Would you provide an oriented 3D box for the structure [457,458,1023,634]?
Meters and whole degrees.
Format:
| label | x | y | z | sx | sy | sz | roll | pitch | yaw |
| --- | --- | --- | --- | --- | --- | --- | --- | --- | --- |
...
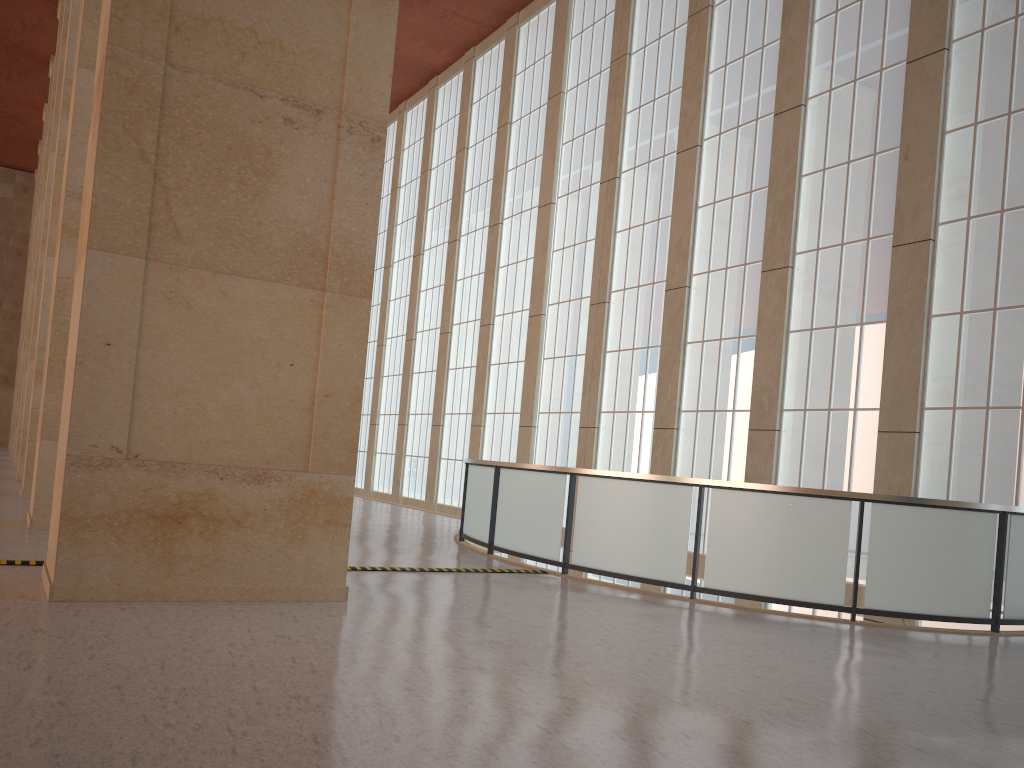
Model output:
| label | x | y | z | sx | sy | sz | roll | pitch | yaw |
| --- | --- | --- | --- | --- | --- | --- | --- | --- | --- |
| structure | 2.547 | 2.586 | 16.473 | 5.266 | 1.791 | 13.064 | 9 | -6 | -40 |

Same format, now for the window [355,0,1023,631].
| label | x | y | z | sx | sy | sz | roll | pitch | yaw |
| --- | --- | --- | --- | --- | --- | --- | --- | --- | --- |
| window | -26.779 | 3.043 | 75.101 | 0.010 | 28.586 | 164.868 | 6 | -5 | -30 |
